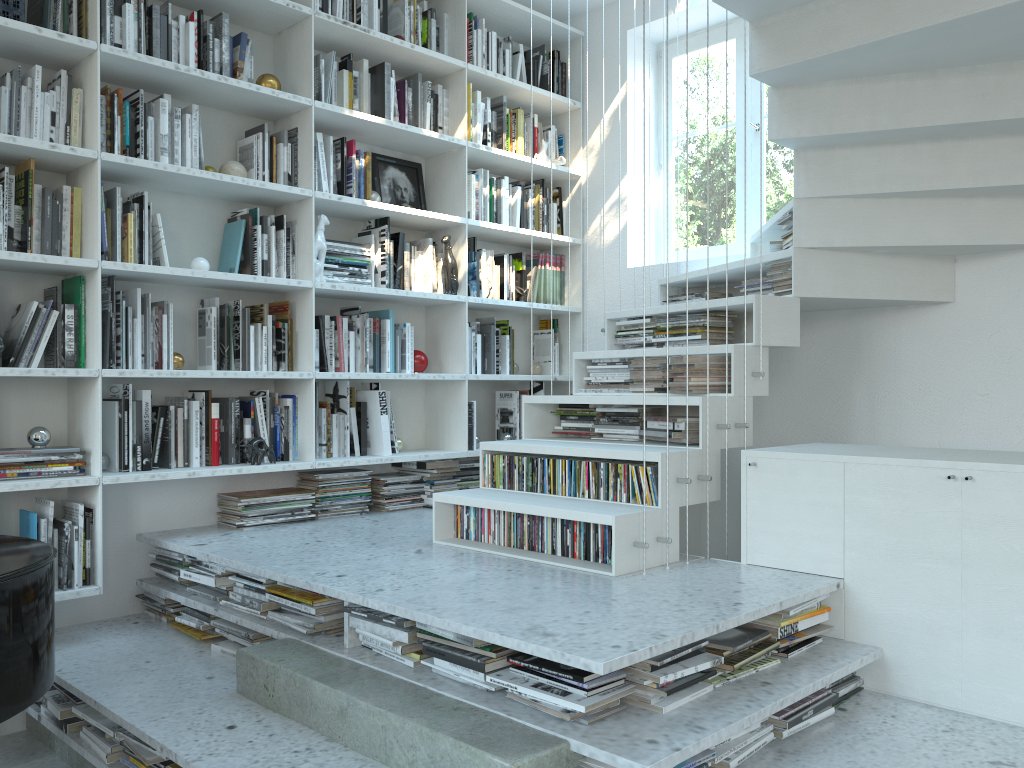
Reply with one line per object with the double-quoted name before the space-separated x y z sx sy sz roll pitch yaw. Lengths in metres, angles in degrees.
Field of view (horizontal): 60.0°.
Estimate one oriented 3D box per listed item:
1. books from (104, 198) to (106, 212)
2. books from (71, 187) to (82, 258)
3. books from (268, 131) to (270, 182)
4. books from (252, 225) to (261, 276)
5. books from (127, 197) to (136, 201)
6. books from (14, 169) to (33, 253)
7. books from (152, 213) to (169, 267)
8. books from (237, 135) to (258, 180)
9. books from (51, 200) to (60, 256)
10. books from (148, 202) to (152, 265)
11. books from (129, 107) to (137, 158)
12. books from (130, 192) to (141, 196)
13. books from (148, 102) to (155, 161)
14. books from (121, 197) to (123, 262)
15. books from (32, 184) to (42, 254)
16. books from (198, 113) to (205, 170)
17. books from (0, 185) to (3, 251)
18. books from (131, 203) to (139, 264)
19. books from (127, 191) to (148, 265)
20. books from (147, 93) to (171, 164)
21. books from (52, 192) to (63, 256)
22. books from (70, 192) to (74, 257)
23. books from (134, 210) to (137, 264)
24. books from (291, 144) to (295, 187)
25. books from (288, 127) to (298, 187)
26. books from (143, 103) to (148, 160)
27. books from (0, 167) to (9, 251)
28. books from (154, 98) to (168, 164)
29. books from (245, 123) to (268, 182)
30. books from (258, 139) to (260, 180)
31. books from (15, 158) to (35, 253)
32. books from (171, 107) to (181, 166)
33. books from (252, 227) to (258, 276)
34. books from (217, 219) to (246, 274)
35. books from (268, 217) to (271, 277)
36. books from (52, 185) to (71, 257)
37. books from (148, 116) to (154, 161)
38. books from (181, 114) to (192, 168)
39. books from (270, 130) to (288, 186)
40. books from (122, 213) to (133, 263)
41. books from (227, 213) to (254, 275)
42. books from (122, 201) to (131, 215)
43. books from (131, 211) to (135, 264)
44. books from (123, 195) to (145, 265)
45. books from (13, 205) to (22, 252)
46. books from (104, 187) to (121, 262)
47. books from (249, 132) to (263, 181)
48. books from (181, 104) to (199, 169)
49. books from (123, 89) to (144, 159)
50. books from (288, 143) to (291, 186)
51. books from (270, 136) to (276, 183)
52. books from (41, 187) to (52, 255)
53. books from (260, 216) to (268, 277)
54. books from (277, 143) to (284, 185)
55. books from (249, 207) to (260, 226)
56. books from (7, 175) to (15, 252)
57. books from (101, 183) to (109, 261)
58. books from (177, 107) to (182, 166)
"books" -1.499 -0.539 3.211 0.145 0.244 0.007 0 0 45
"books" -1.567 -0.552 3.143 0.141 0.268 0.033 0 0 45
"books" -1.045 -0.906 3.657 0.151 0.244 0.016 0 0 45
"books" -1.075 -0.525 3.611 0.187 0.219 0.013 0 0 45
"books" -1.401 -0.554 3.295 0.167 0.273 0.006 0 0 45
"books" -1.662 -0.565 3.002 0.182 0.293 0.019 0 0 45
"books" -1.344 -0.521 3.325 0.176 0.210 0.051 0 0 45
"books" -1.083 -0.894 3.628 0.140 0.220 0.015 0 0 45
"books" -1.610 -0.520 3.062 0.181 0.204 0.034 0 0 45
"books" -1.385 -0.544 3.323 0.161 0.254 0.007 0 0 45
"books" -1.429 -0.893 3.269 0.161 0.216 0.026 0 0 45
"books" -1.416 -0.567 3.339 0.088 0.300 0.011 0 1 45
"books" -1.374 -0.914 3.327 0.131 0.257 0.011 0 0 45
"books" -1.459 -0.545 3.242 0.144 0.256 0.013 0 0 45
"books" -1.656 -0.544 3.040 0.174 0.253 0.033 0 0 45
"books" -1.247 -0.911 3.460 0.161 0.254 0.034 0 0 45
"books" -1.731 -0.534 2.956 0.180 0.232 0.015 0 0 45
"books" -1.416 -0.538 3.285 0.132 0.243 0.017 0 0 45
"books" -1.395 -0.561 3.302 0.159 0.287 0.013 0 0 45
"books" -1.340 -0.933 3.362 0.159 0.295 0.027 0 0 45
"books" -1.606 -0.537 3.094 0.145 0.239 0.028 0 0 45
"books" -1.583 -0.541 3.131 0.149 0.248 0.019 0 0 45
"books" -1.416 -0.523 3.269 0.158 0.212 0.007 0 0 45
"books" -0.960 -0.887 3.725 0.169 0.206 0.012 0 0 45
"books" -0.949 -0.923 3.726 0.182 0.278 0.005 0 0 45
"books" -1.392 -0.904 3.287 0.164 0.237 0.022 0 0 45
"books" -1.717 -0.565 2.966 0.163 0.294 0.019 0 0 45
"books" -1.342 -0.917 3.324 0.182 0.263 0.030 0 0 45
"books" -1.048 -0.918 3.638 0.164 0.267 0.015 0 0 45
"books" -1.073 -0.887 3.632 0.154 0.205 0.005 0 0 45
"books" -1.666 -0.587 3.024 0.169 0.337 0.021 0 0 45
"books" -1.311 -0.908 3.370 0.183 0.245 0.025 0 0 45
"books" -1.081 -0.521 3.605 0.188 0.210 0.006 0 0 45
"books" -1.132 -0.535 3.572 0.153 0.241 0.056 0 0 45
"books" -1.040 -0.545 3.650 0.152 0.259 0.015 0 0 45
"books" -1.586 -0.551 3.107 0.143 0.266 0.032 0 0 45
"books" -1.382 -0.882 3.310 0.171 0.194 0.025 0 0 45
"books" -1.282 -0.901 3.408 0.183 0.232 0.021 0 0 45
"books" -0.985 -0.912 3.695 0.175 0.257 0.016 0 0 45
"books" -1.426 -0.513 3.232 0.191 0.192 0.017 0 0 45
"books" -1.101 -0.548 3.594 0.174 0.264 0.021 0 0 45
"books" -1.436 -0.538 3.259 0.169 0.242 0.008 0 0 45
"books" -1.429 -0.522 3.267 0.156 0.209 0.014 0 0 45
"books" -1.401 -0.552 3.287 0.178 0.270 0.006 0 0 45
"books" -1.704 -0.508 3.016 0.131 0.181 0.030 0 0 45
"books" -1.458 -0.557 3.202 0.191 0.279 0.013 0 0 45
"books" -1.066 -0.900 3.637 0.154 0.232 0.012 0 0 45
"books" -1.258 -0.921 3.416 0.169 0.272 0.024 0 0 45
"books" -1.401 -0.926 3.269 0.177 0.280 0.014 0 0 45
"books" -0.975 -0.886 3.704 0.173 0.204 0.013 0 0 45
"books" -1.026 -0.898 3.678 0.160 0.228 0.016 0 0 45
"books" -1.622 -0.539 3.039 0.188 0.242 0.027 0 0 45
"books" -1.051 -0.547 3.638 0.165 0.263 0.018 0 0 45
"books" -1.003 -0.885 3.692 0.173 0.202 0.013 0 0 45
"books" -1.077 -0.563 3.632 0.154 0.295 0.013 0 0 45
"books" -1.720 -0.557 2.996 0.139 0.278 0.035 0 0 45
"books" -1.500 -0.561 3.182 0.191 0.288 0.035 0 0 45
"books" -1.308 -0.916 3.402 0.133 0.262 0.024 0 0 45
